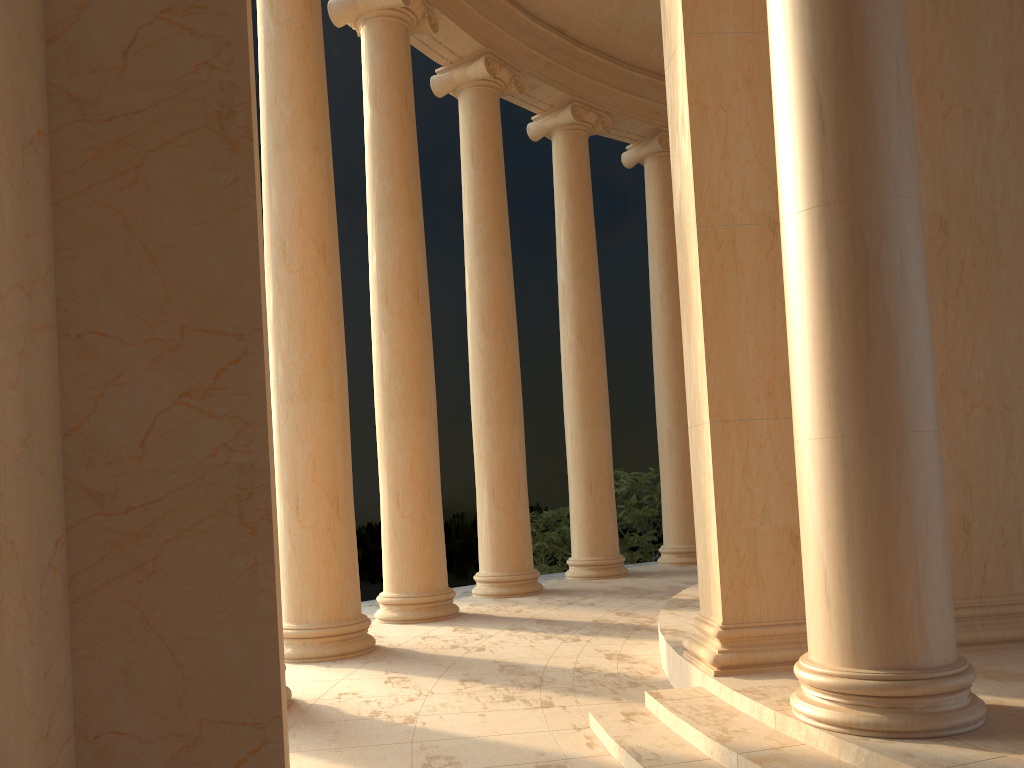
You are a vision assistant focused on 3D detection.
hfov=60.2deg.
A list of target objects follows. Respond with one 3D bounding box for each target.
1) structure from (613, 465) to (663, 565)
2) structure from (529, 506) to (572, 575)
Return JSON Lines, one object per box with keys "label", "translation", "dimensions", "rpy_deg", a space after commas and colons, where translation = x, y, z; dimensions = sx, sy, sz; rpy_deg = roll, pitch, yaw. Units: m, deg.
{"label": "structure", "translation": [243.616, 293.734, 1607.127], "dimensions": [247.104, 298.530, 238.624], "rpy_deg": [-3, -4, -2]}
{"label": "structure", "translation": [55.904, 307.341, 1520.703], "dimensions": [149.334, 187.722, 156.166], "rpy_deg": [-4, -4, 8]}
